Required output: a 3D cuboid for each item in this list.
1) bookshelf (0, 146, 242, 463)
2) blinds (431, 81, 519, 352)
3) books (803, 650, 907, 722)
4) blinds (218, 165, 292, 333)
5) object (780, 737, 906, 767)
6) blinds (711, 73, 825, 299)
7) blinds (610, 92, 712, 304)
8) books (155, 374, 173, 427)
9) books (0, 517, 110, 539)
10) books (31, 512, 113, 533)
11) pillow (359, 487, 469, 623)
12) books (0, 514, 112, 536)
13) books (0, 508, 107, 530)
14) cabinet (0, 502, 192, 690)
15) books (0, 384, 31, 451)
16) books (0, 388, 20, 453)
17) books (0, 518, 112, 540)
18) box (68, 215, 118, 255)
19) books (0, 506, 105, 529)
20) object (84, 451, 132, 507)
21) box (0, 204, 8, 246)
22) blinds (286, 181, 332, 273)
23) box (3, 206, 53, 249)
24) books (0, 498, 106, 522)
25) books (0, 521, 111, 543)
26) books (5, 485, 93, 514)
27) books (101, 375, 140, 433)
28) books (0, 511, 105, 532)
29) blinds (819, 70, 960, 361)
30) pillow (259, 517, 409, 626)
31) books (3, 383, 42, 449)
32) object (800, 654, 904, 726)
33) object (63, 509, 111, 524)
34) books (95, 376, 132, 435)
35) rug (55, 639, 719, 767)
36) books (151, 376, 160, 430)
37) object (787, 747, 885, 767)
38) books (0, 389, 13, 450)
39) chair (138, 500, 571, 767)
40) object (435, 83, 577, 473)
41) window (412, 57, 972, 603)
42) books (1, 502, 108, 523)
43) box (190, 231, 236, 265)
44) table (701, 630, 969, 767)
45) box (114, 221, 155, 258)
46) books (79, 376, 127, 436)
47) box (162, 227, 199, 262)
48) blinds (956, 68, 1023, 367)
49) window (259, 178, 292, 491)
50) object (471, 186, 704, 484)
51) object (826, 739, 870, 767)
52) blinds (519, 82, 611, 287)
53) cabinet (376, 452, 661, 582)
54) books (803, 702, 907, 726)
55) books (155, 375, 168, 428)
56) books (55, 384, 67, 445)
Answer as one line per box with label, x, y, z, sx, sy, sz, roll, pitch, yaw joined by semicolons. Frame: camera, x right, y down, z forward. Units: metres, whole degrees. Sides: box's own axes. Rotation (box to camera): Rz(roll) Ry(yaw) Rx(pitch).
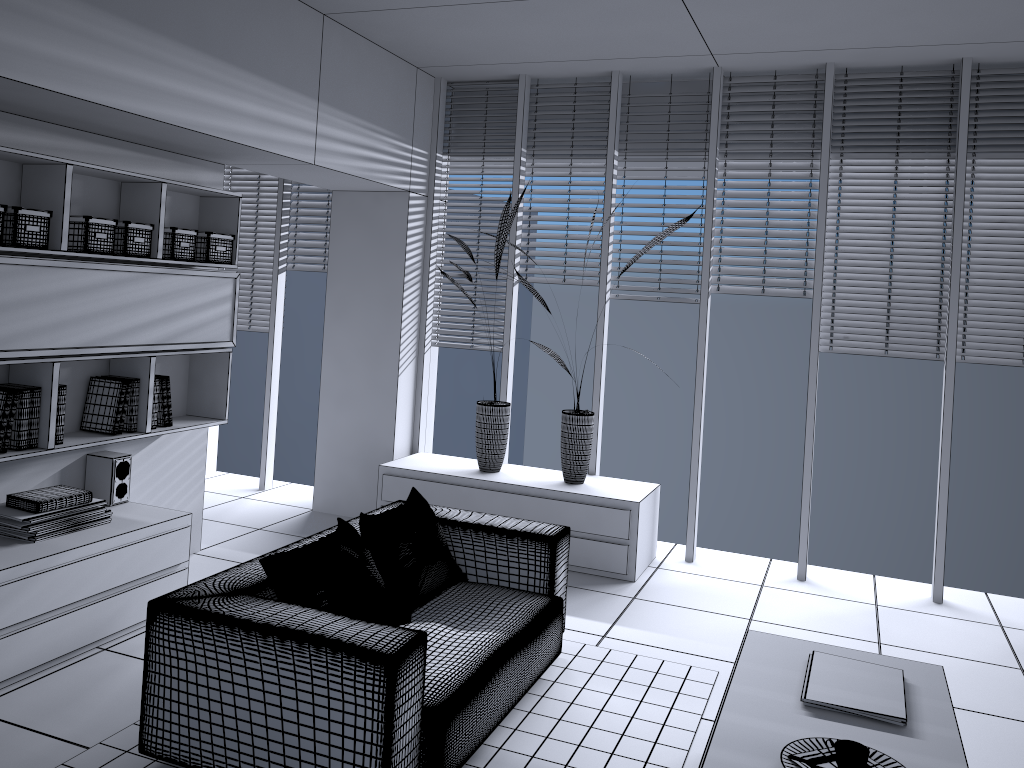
bookshelf;-2.142;-0.321;3.531;0.328;1.248;2.822;3;4;21
blinds;-0.237;-1.180;6.148;0.638;1.881;0.057;3;-1;21
books;1.084;0.946;2.779;0.286;0.008;0.416;6;6;22
blinds;-1.997;-1.360;6.870;0.638;1.901;0.039;3;-1;21
object;0.852;0.992;2.238;0.328;0.024;0.331;-1;7;-39
blinds;1.574;-1.230;5.451;0.638;1.376;0.039;4;-1;21
blinds;0.968;-1.207;5.683;0.638;1.356;0.057;4;-1;21
books;-1.821;0.080;4.486;0.208;0.260;0.074;4;0;21
books;-2.002;0.595;3.795;0.286;0.008;0.416;6;6;22
books;-1.986;0.576;3.808;0.286;0.008;0.416;6;6;22
pillow;-0.409;0.685;3.666;0.301;0.397;0.567;4;4;18
books;-1.989;0.585;3.802;0.286;0.008;0.416;6;6;22
books;-1.999;0.557;3.778;0.286;0.008;0.416;6;6;22
cabinet;-2.180;0.893;3.204;0.575;0.448;2.273;5;6;21
books;-2.119;0.138;3.702;0.208;0.259;0.050;4;0;22
books;-2.141;0.144;3.638;0.208;0.260;0.074;4;0;21
books;-1.990;0.605;3.809;0.286;0.008;0.416;6;6;22
box;-1.950;-0.672;3.965;0.281;0.162;0.179;5;3;21
books;-2.012;0.547;3.764;0.286;0.008;0.416;6;6;22
object;-1.957;0.457;4.274;0.177;0.231;0.119;4;1;21
box;-2.158;-0.630;3.428;0.282;0.162;0.212;5;4;21
blinds;-1.386;-1.527;6.639;0.638;1.376;0.039;4;-1;21
box;-2.076;-0.647;3.640;0.281;0.162;0.174;5;3;21
books;-2.007;0.519;3.764;0.286;0.008;0.416;6;6;22
books;-1.993;0.614;3.803;0.286;0.008;0.416;6;6;22
books;-1.971;0.491;3.760;0.208;0.050;0.259;6;6;26
books;-1.900;0.095;4.266;0.208;0.259;0.050;4;0;22
books;-2.002;0.566;3.772;0.286;0.008;0.416;6;6;22
blinds;2.229;-1.004;5.189;0.716;1.689;0.047;4;-1;21
pillow;-0.621;0.749;3.125;0.341;0.388;0.568;4;4;18
books;-2.100;0.135;3.751;0.208;0.259;0.050;4;0;21
object;1.074;0.953;2.782;0.286;0.008;0.416;6;6;22
object;-1.998;0.566;3.794;0.286;0.008;0.416;6;6;22
books;-1.921;0.100;4.203;0.208;0.260;0.074;4;0;21
rug;-0.347;1.237;3.085;1.803;0.001;2.236;6;6;21
books;-1.858;0.087;4.397;0.208;0.259;0.050;4;0;21
object;0.850;0.986;2.235;0.217;0.012;0.216;1;6;-23
books;-2.151;0.146;3.609;0.208;0.260;0.074;4;0;21
chair;-0.422;0.927;3.345;0.962;0.551;1.652;5;5;21
object;-0.001;-0.952;5.760;0.493;2.985;1.433;4;0;-40
window;1.946;-0.362;5.187;5.517;3.124;0.100;5;0;21
books;-1.995;0.528;3.778;0.286;0.008;0.416;6;6;22
box;-1.662;-0.729;4.706;0.281;0.162;0.217;5;4;21
table;0.945;1.173;2.575;0.652;0.388;1.202;5;5;21
box;-1.869;-0.688;4.173;0.281;0.162;0.179;5;3;21
books;-1.932;0.102;4.173;0.208;0.260;0.074;4;0;21
box;-1.759;-0.709;4.455;0.281;0.162;0.179;5;3;21
blinds;2.889;-0.939;4.932;0.716;1.689;0.047;4;-1;21
window;-2.064;-0.762;6.784;0.690;3.126;0.100;3;-1;21
object;0.336;-0.321;5.259;1.553;1.863;0.691;4;0;16
object;0.855;0.956;2.234;0.096;0.069;0.085;4;3;2
blinds;0.374;-1.348;5.918;0.638;1.365;0.051;4;-1;21
cabinet;0.025;0.793;5.514;1.680;0.449;0.597;5;4;21
books;1.087;0.960;2.789;0.286;0.008;0.416;6;6;22
books;-1.833;0.082;4.457;0.208;0.260;0.074;4;0;22
books;-2.059;0.126;3.881;0.208;0.259;0.050;4;0;21
